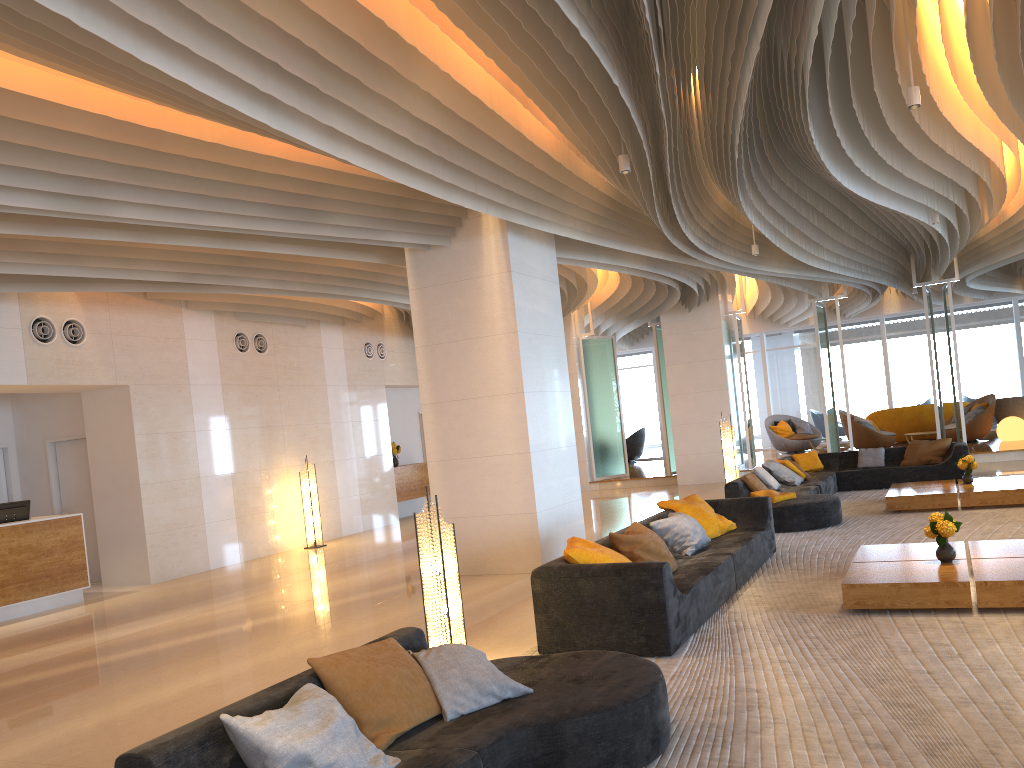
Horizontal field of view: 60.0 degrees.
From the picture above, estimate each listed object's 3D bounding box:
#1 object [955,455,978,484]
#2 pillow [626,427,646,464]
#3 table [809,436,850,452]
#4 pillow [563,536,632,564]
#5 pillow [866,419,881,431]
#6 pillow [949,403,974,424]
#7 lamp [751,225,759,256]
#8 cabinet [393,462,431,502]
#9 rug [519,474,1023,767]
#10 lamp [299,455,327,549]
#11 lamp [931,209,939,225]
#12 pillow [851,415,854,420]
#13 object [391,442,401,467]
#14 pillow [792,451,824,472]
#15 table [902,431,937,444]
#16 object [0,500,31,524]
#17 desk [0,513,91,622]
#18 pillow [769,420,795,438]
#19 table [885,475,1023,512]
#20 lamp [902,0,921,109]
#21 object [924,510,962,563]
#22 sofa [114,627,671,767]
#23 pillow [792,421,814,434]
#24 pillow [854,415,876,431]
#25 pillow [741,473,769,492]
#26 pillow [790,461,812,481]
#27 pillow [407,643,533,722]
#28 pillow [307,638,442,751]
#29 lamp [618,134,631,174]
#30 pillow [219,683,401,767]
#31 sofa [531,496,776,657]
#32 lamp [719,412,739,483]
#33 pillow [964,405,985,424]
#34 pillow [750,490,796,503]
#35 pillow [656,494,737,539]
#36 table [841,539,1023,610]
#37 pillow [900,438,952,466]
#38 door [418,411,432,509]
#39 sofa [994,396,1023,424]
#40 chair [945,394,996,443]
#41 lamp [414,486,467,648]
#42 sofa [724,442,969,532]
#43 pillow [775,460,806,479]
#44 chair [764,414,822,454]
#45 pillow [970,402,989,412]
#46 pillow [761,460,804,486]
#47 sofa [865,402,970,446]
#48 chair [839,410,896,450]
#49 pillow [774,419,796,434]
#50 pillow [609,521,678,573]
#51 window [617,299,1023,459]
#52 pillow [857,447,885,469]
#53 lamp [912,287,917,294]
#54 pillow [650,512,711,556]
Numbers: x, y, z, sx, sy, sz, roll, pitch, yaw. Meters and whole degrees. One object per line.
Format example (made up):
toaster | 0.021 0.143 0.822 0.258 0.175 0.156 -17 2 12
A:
object | 5.735 1.065 11.158 0.269 0.377 0.233 -6 -1 -33
pillow | 3.395 1.817 25.990 1.123 1.005 1.537 -7 -2 28
table | 7.812 1.463 21.574 1.066 0.318 0.829 -8 -3 32
pillow | 0.645 1.258 6.143 0.546 0.377 0.640 -6 -2 3
pillow | 8.035 0.917 19.997 0.511 0.408 0.457 -5 -2 -42
pillow | 10.005 0.665 19.690 0.475 0.454 0.617 -6 -2 -13
lamp | 3.208 -2.483 11.950 0.090 1.506 0.088 -6 0 -20
cabinet | -2.115 1.940 17.526 0.553 0.661 1.528 -6 -2 26
rug | 3.456 1.482 6.680 5.453 0.022 16.407 -7 -3 26
lamp | -3.153 1.837 13.882 0.247 1.451 0.253 -6 0 25
lamp | 5.192 -2.741 11.030 0.090 1.506 0.088 -6 0 -20
pillow | 7.658 0.899 19.790 0.368 0.422 0.612 -6 -2 24
object | -2.263 1.353 17.147 0.264 0.497 0.237 -6 0 12
pillow | 4.825 1.265 14.480 0.409 0.316 0.341 -6 -1 -3
table | 8.949 1.220 19.255 0.815 0.318 1.085 -6 -3 7
object | -5.782 1.581 10.221 0.350 0.435 0.542 -6 -2 25
desk | -6.981 2.120 7.820 0.888 1.049 6.747 -6 -3 26
pillow | 6.800 1.140 22.293 0.465 0.454 0.630 -7 -2 42
table | 5.577 1.378 11.084 1.583 0.220 1.619 -7 -3 25
lamp | 2.812 -2.737 6.366 0.089 1.506 0.089 -6 0 -2
object | 3.088 1.090 6.356 0.269 0.377 0.233 -5 -1 -43
sofa | -0.201 1.411 3.645 1.340 0.576 2.279 -7 -3 25
pillow | 7.416 1.121 22.612 0.506 0.409 0.462 -6 -2 -7
pillow | 7.700 0.892 19.388 0.470 0.454 0.623 -6 -2 7
pillow | 3.092 1.283 11.156 0.325 0.311 0.429 -7 -2 27
pillow | 4.227 1.286 13.197 0.331 0.319 0.411 -6 -2 -6
pillow | -0.208 1.308 4.006 0.434 0.246 0.465 -5 -3 -29
pillow | -0.521 1.290 3.767 0.392 0.391 0.612 -7 -2 28
lamp | 0.851 -2.483 7.266 0.088 1.506 0.090 -6 0 16
pillow | -0.708 1.271 3.140 0.452 0.345 0.570 -7 -2 24
sofa | 1.356 1.436 7.265 0.931 0.582 3.820 -7 -3 26
lamp | 3.310 1.133 13.443 0.247 1.451 0.253 -6 0 25
pillow | 9.899 0.668 19.010 0.458 0.408 0.510 -7 -2 28
pillow | 3.176 1.358 10.775 0.422 0.136 0.405 -4 -3 -31
pillow | 1.785 1.263 8.496 0.648 0.377 0.540 -4 -3 -43
table | 3.301 1.369 6.385 1.583 0.220 1.619 -7 -3 25
pillow | 6.424 1.053 13.765 0.555 0.377 0.630 -4 -3 -43
door | -1.643 1.640 19.323 0.244 2.101 1.421 -6 0 26
sofa | 11.227 0.655 18.649 1.118 0.900 2.546 -6 -3 -14
chair | 9.947 0.776 19.368 1.129 1.005 1.528 -6 -2 13
lamp | -0.449 1.240 5.585 0.247 1.198 0.253 -6 0 25
sofa | 4.736 1.300 12.096 2.794 0.653 5.147 -7 -3 26
pillow | 4.092 1.266 13.083 0.326 0.335 0.421 -6 -2 -9
chair | 7.114 1.236 22.430 1.533 1.005 1.125 -5 -2 -22
pillow | 10.178 0.609 19.330 0.371 0.422 0.607 -6 -2 4
pillow | 3.904 1.278 12.794 0.541 0.377 0.658 -7 -2 21
sofa | 9.670 0.946 21.041 2.544 0.901 1.118 -7 -2 15
chair | 7.888 1.009 19.672 1.121 1.005 1.538 -7 -2 33
pillow | 6.995 1.121 22.653 0.613 0.422 0.367 -5 -1 -32
pillow | 0.996 1.271 6.699 0.439 0.409 0.608 -7 -2 27
window | 7.932 -0.836 6.766 22.249 3.219 54.260 -6 -3 -9
pillow | 5.701 1.175 14.084 0.403 0.312 0.326 -7 -2 27
lamp | 8.479 -2.675 18.819 0.088 1.506 0.090 -6 1 34
pillow | 1.459 1.311 7.647 0.416 0.377 0.593 -7 -2 27
